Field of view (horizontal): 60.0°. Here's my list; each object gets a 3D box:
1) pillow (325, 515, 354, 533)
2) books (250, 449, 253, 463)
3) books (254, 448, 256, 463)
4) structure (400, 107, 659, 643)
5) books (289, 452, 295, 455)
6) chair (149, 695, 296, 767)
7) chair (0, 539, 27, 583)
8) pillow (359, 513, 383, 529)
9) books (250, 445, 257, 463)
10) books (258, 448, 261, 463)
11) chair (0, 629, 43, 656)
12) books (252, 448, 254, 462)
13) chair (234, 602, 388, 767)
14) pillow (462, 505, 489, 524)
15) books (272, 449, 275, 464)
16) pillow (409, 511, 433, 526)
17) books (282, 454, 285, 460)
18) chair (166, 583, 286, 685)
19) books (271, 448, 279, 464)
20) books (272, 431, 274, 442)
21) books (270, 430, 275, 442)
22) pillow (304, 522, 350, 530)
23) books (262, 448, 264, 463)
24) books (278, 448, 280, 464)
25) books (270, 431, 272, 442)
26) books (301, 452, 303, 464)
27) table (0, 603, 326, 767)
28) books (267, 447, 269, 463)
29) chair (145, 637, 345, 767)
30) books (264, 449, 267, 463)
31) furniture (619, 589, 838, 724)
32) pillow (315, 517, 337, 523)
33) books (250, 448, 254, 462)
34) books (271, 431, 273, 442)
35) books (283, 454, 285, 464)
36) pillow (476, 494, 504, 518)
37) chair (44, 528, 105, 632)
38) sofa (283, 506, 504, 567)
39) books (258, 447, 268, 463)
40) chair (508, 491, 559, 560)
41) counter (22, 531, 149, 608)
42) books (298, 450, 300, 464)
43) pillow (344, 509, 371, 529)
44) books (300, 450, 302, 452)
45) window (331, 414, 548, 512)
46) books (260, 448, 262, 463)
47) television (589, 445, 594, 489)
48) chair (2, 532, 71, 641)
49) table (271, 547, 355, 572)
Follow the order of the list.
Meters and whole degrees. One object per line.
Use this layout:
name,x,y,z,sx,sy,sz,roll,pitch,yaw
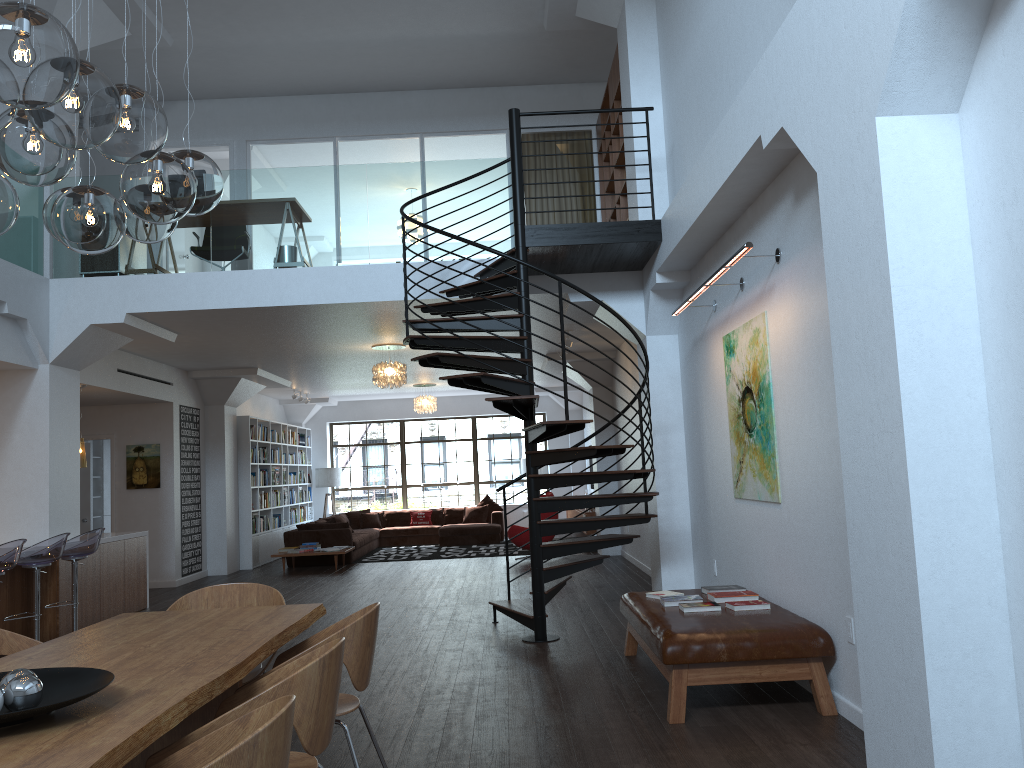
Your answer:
pillow,-3.119,2.563,16.007,0.325,0.391,0.625,-4,-6,16
books,-4.252,1.159,14.258,0.152,0.232,0.104,-3,-6,-1
books,-4.255,1.165,14.373,0.174,0.242,0.105,-3,-6,-1
structure,0.123,-0.139,7.250,1.998,4.352,1.998,2,-7,-40
books,-4.284,1.447,17.199,0.140,0.231,0.042,-3,-6,-1
chair,-0.777,1.161,1.986,0.618,0.833,0.629,-3,-6,-1
chair,-3.817,1.652,6.462,0.481,1.014,0.530,-3,-6,-3
pillow,-2.818,2.699,17.526,0.489,0.337,0.238,1,-7,-31
books,-4.248,1.148,14.452,0.176,0.290,0.053,-3,-6,-1
books,-4.271,1.194,14.721,0.183,0.253,0.042,-3,-6,-1
chair,-1.986,1.368,3.502,0.618,0.833,0.629,-3,-6,-3
books,-4.250,1.160,14.290,0.172,0.235,0.112,-3,-6,-1
chair,-0.803,1.309,3.510,0.617,0.830,0.629,-3,-6,-1
pillow,-0.729,2.583,17.575,0.542,0.362,0.248,-5,-6,20
books,-4.266,1.277,15.578,0.182,0.253,0.034,-3,-6,-1
pillow,-1.809,2.681,17.677,0.465,0.308,0.220,-2,-6,-5
books,-4.270,1.390,16.409,0.139,0.191,0.036,-3,-6,-1
chair,-1.388,1.412,4.257,0.629,0.833,0.618,-2,-6,-6
books,-4.276,1.290,15.904,0.176,0.290,0.053,-3,-6,-1
books,-4.284,0.937,15.649,0.146,0.202,0.027,-3,-6,-1
books,-4.289,0.931,15.735,0.140,0.231,0.042,-3,-6,-1
pillow,-2.960,2.411,14.321,0.750,0.364,0.289,-3,-6,-1
books,-4.277,1.217,14.959,0.183,0.253,0.042,-3,-6,-1
books,-4.281,1.299,15.964,0.197,0.283,0.065,-3,-6,-1
books,-4.281,0.928,15.508,0.139,0.191,0.036,-3,-6,-1
books,-4.280,1.490,17.755,0.183,0.253,0.034,-3,-6,-1
table,-1.370,1.266,2.337,1.012,0.750,3.803,-3,-6,-1
books,-4.271,1.225,15.238,0.176,0.291,0.053,-3,-6,-1
chair,-0.803,1.236,2.746,0.618,0.833,0.629,-3,-6,1
books,-4.267,1.234,15.070,0.174,0.240,0.054,-3,-6,-1
furniture,1.234,1.596,5.491,0.907,0.453,1.819,-3,-6,-1
pillow,-3.002,2.397,14.589,0.269,0.411,0.559,3,-8,-44
books,-4.261,1.162,14.333,0.172,0.239,0.093,-3,-6,-1
books,-4.279,0.929,15.567,0.146,0.202,0.027,-3,-6,-1
books,-4.267,1.394,16.380,0.128,0.178,0.021,-3,-6,-1
pillow,-0.528,2.507,17.750,0.651,0.587,0.335,-1,-6,-22
chair,-3.810,1.775,7.724,0.481,1.014,0.530,-3,-6,1
sofa,-1.893,2.674,16.064,3.481,0.664,4.197,-3,-6,-1
books,-4.288,1.224,15.186,0.198,0.284,0.049,-3,-6,-1
chair,0.329,2.153,13.589,0.801,1.006,0.798,-5,-6,24
counter,-3.621,1.692,6.148,3.039,0.860,8.182,0,-6,-30
books,-4.285,1.449,17.520,0.176,0.290,0.053,-3,-6,-1
pillow,-3.011,2.700,17.621,0.580,0.418,0.334,0,-6,-27
books,-4.290,1.476,17.792,0.176,0.290,0.036,-3,-6,-1
window,-1.570,1.716,19.220,4.648,1.905,0.114,-3,-6,-1
books,-4.277,1.199,14.807,0.180,0.259,0.042,-3,-6,-1
television,1.491,1.523,16.245,0.013,0.816,1.324,-3,-6,-1
chair,-3.805,1.714,7.096,0.481,1.014,0.530,-3,-6,-3
table,-3.009,2.677,13.506,1.100,0.271,0.853,-3,-6,-1
